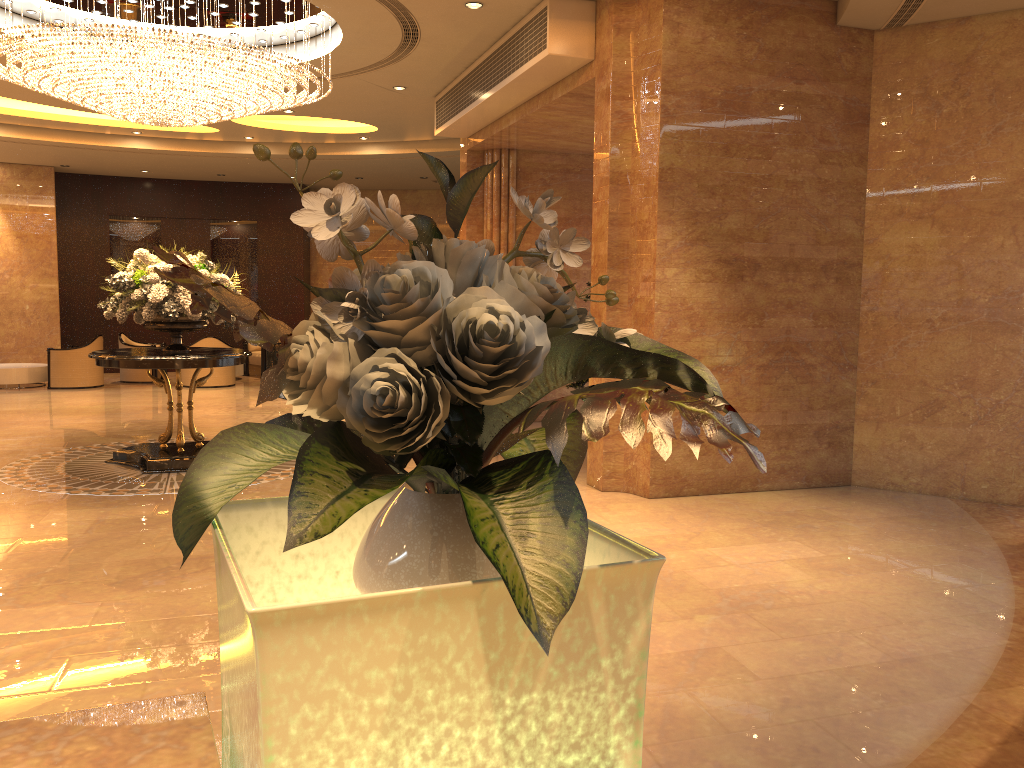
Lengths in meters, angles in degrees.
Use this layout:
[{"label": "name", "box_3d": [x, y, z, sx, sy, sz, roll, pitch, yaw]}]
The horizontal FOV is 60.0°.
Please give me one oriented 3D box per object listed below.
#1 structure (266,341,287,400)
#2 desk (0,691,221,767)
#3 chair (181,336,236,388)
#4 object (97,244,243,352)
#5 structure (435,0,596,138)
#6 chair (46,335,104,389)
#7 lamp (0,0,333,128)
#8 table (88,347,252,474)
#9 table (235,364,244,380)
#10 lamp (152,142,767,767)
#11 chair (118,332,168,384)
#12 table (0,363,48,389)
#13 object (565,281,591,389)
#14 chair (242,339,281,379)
[{"label": "structure", "box_3d": [-2.492, -0.277, 16.278, 3.815, 0.995, 7.624, 1, 6, 0]}, {"label": "desk", "box_3d": [-5.933, 0.889, 1.265, 12.951, 1.155, 3.466, 2, 6, 16]}, {"label": "chair", "box_3d": [-5.412, -0.415, 15.817, 0.951, 0.916, 0.769, -2, 6, -23]}, {"label": "object", "box_3d": [-3.276, -0.814, 8.576, 1.277, 0.999, 1.318, 2, 6, 12]}, {"label": "structure", "box_3d": [-0.137, -3.212, 9.434, 0.425, 0.483, 4.113, -1, 6, -18]}, {"label": "chair", "box_3d": [-7.540, -0.406, 15.450, 0.769, 0.916, 0.951, 0, 6, -3]}, {"label": "lamp", "box_3d": [-3.328, -3.051, 8.359, 3.206, 1.196, 3.204, 3, 6, 18]}, {"label": "table", "box_3d": [-3.317, 0.221, 8.701, 1.493, 1.089, 1.493, -2, 6, -25]}, {"label": "table", "box_3d": [-5.806, -0.267, 17.118, 1.196, 0.354, 1.196, 2, 6, 9]}, {"label": "lamp", "box_3d": [-0.086, 0.202, 0.971, 0.577, 0.925, 0.542, -1, 6, -16]}, {"label": "chair", "box_3d": [-6.915, -0.506, 16.550, 0.769, 0.916, 0.951, 0, 6, -8]}, {"label": "table", "box_3d": [-8.723, -0.143, 15.489, 1.196, 0.354, 1.196, 2, 6, 8]}, {"label": "object", "box_3d": [1.246, -0.405, 9.175, 1.250, 2.363, 0.843, -4, 7, -38]}, {"label": "chair", "box_3d": [-4.890, -0.607, 17.835, 0.769, 0.916, 0.951, -5, 8, -43]}]
